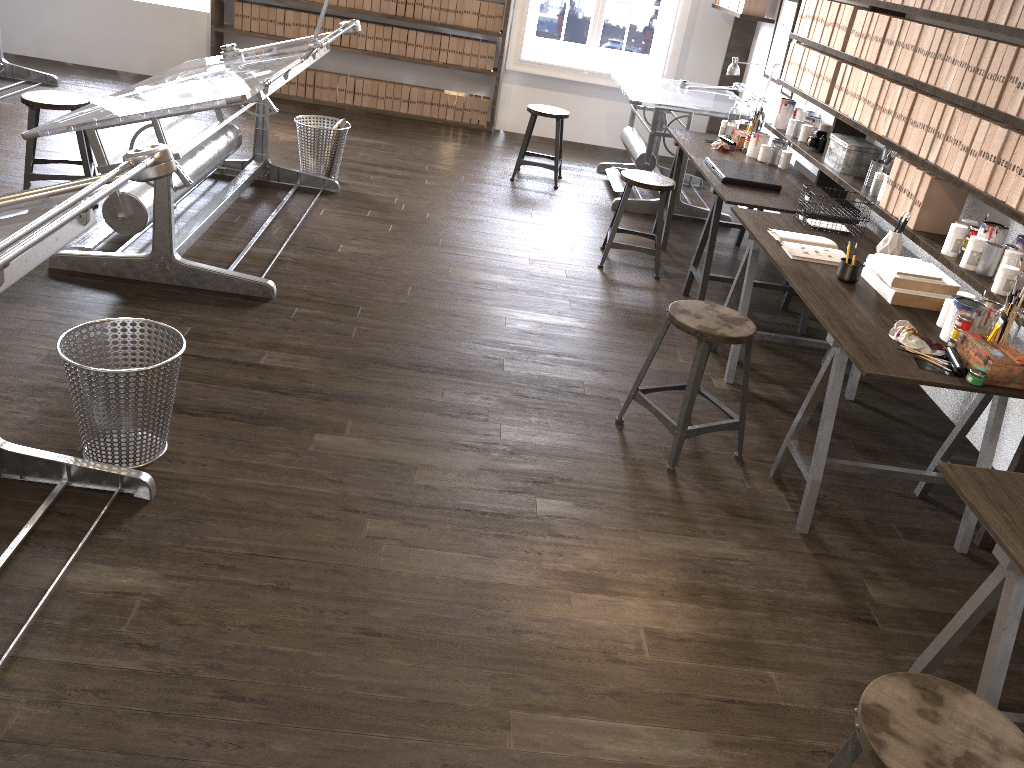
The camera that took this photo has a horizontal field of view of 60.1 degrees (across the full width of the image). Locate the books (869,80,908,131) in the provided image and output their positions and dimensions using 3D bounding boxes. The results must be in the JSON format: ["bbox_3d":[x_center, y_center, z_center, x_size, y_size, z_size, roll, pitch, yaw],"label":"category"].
[{"bbox_3d":[1.791,-1.281,4.116,0.174,0.221,0.068,8,25,-5],"label":"books"}]

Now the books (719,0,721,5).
[{"bbox_3d":[1.798,-3.179,7.204,0.174,0.221,0.068,8,25,-4],"label":"books"}]

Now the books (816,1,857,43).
[{"bbox_3d":[1.819,-2.007,4.945,0.174,0.221,0.068,8,25,-5],"label":"books"}]

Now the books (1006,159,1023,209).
[{"bbox_3d":[1.800,-0.691,2.977,0.174,0.221,0.068,8,25,-5],"label":"books"}]

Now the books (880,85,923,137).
[{"bbox_3d":[1.788,-1.215,3.987,0.174,0.221,0.068,8,25,-4],"label":"books"}]

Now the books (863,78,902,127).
[{"bbox_3d":[1.784,-1.314,4.176,0.174,0.221,0.068,8,25,-4],"label":"books"}]

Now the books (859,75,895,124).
[{"bbox_3d":[1.788,-1.344,4.237,0.174,0.221,0.068,8,25,-5],"label":"books"}]

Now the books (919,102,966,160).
[{"bbox_3d":[1.790,-1.017,3.605,0.174,0.221,0.068,8,25,-5],"label":"books"}]

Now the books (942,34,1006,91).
[{"bbox_3d":[1.835,-1.252,3.506,0.174,0.221,0.068,8,25,-4],"label":"books"}]

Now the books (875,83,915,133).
[{"bbox_3d":[1.792,-1.248,4.051,0.174,0.221,0.068,8,25,-5],"label":"books"}]

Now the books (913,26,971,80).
[{"bbox_3d":[1.832,-1.385,3.761,0.174,0.221,0.068,8,25,-5],"label":"books"}]

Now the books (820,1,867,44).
[{"bbox_3d":[1.824,-1.973,4.881,0.174,0.221,0.068,8,25,-5],"label":"books"}]

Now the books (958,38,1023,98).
[{"bbox_3d":[1.833,-1.185,3.374,0.174,0.221,0.068,8,25,-5],"label":"books"}]

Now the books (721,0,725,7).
[{"bbox_3d":[1.792,-3.120,7.087,0.174,0.221,0.068,8,25,-4],"label":"books"}]

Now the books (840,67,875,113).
[{"bbox_3d":[1.788,-1.474,4.487,0.174,0.221,0.068,8,25,-5],"label":"books"}]

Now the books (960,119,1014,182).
[{"bbox_3d":[1.797,-0.850,3.284,0.174,0.221,0.068,8,25,-4],"label":"books"}]

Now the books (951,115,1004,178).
[{"bbox_3d":[1.795,-0.884,3.349,0.174,0.221,0.068,8,25,-5],"label":"books"}]

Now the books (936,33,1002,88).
[{"bbox_3d":[1.838,-1.285,3.569,0.174,0.221,0.068,8,25,-5],"label":"books"}]

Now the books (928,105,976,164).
[{"bbox_3d":[1.795,-0.983,3.539,0.174,0.221,0.068,8,25,-5],"label":"books"}]

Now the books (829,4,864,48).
[{"bbox_3d":[1.825,-1.903,4.746,0.174,0.221,0.068,8,25,-5],"label":"books"}]

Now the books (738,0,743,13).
[{"bbox_3d":[1.805,-2.874,6.616,0.174,0.221,0.068,8,25,-4],"label":"books"}]

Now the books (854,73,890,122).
[{"bbox_3d":[1.786,-1.374,4.294,0.174,0.221,0.068,8,25,-5],"label":"books"}]

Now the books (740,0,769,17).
[{"bbox_3d":[1.804,-2.841,6.552,0.174,0.221,0.068,8,25,-4],"label":"books"}]

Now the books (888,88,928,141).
[{"bbox_3d":[1.794,-1.181,3.923,0.174,0.221,0.068,8,25,-4],"label":"books"}]

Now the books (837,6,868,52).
[{"bbox_3d":[1.820,-1.839,4.619,0.174,0.221,0.068,8,25,-5],"label":"books"}]

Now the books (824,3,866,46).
[{"bbox_3d":[1.819,-1.939,4.813,0.174,0.221,0.068,8,25,-4],"label":"books"}]

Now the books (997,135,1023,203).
[{"bbox_3d":[1.803,-0.723,3.041,0.174,0.221,0.068,8,25,-4],"label":"books"}]

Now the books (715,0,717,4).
[{"bbox_3d":[1.796,-3.250,7.339,0.174,0.221,0.068,8,25,-4],"label":"books"}]

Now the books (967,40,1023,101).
[{"bbox_3d":[1.838,-1.154,3.317,0.174,0.221,0.068,8,25,-4],"label":"books"}]

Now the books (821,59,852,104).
[{"bbox_3d":[1.779,-1.604,4.735,0.174,0.221,0.068,8,25,-5],"label":"books"}]

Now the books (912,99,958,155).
[{"bbox_3d":[1.790,-1.051,3.671,0.174,0.221,0.068,8,25,-4],"label":"books"}]

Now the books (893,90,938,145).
[{"bbox_3d":[1.789,-1.146,3.854,0.174,0.221,0.068,8,25,-5],"label":"books"}]

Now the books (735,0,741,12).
[{"bbox_3d":[1.797,-2.908,6.678,0.174,0.221,0.068,8,25,-4],"label":"books"}]

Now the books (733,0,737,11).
[{"bbox_3d":[1.801,-2.938,6.739,0.174,0.221,0.068,8,25,-5],"label":"books"}]

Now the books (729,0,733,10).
[{"bbox_3d":[1.796,-3.003,6.862,0.174,0.221,0.068,8,25,-4],"label":"books"}]

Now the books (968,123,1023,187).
[{"bbox_3d":[1.800,-0.820,3.227,0.174,0.221,0.068,8,25,-4],"label":"books"}]

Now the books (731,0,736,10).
[{"bbox_3d":[1.799,-2.968,6.796,0.174,0.221,0.068,8,25,-5],"label":"books"}]

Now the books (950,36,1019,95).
[{"bbox_3d":[1.832,-1.219,3.440,0.174,0.221,0.068,8,25,-4],"label":"books"}]

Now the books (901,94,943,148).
[{"bbox_3d":[1.795,-1.111,3.788,0.174,0.221,0.068,8,25,-4],"label":"books"}]

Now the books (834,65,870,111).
[{"bbox_3d":[1.783,-1.507,4.550,0.174,0.221,0.068,8,25,-4],"label":"books"}]

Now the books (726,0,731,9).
[{"bbox_3d":[1.797,-3.051,6.956,0.174,0.221,0.068,8,25,-5],"label":"books"}]

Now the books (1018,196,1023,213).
[{"bbox_3d":[1.805,-0.656,2.913,0.174,0.221,0.068,8,25,-5],"label":"books"}]

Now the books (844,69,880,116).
[{"bbox_3d":[1.787,-1.441,4.423,0.174,0.221,0.068,8,25,-5],"label":"books"}]

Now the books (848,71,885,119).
[{"bbox_3d":[1.783,-1.409,4.359,0.174,0.221,0.068,8,25,-4],"label":"books"}]

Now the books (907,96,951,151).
[{"bbox_3d":[1.793,-1.080,3.728,0.174,0.221,0.068,8,25,-5],"label":"books"}]

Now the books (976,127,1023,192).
[{"bbox_3d":[1.796,-0.789,3.166,0.174,0.221,0.068,8,25,-5],"label":"books"}]

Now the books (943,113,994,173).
[{"bbox_3d":[1.798,-0.917,3.413,0.174,0.221,0.068,8,25,-4],"label":"books"}]

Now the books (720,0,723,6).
[{"bbox_3d":[1.796,-3.149,7.145,0.174,0.221,0.068,8,25,-5],"label":"books"}]

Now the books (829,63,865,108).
[{"bbox_3d":[1.779,-1.541,4.615,0.174,0.221,0.068,8,25,-4],"label":"books"}]

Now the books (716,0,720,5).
[{"bbox_3d":[1.792,-3.215,7.271,0.174,0.221,0.068,8,25,-5],"label":"books"}]

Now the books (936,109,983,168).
[{"bbox_3d":[1.799,-0.949,3.477,0.174,0.221,0.068,8,25,-4],"label":"books"}]

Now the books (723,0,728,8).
[{"bbox_3d":[1.793,-3.086,7.021,0.174,0.221,0.068,8,25,-5],"label":"books"}]

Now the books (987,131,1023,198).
[{"bbox_3d":[1.802,-0.757,3.105,0.174,0.221,0.068,8,25,-4],"label":"books"}]
